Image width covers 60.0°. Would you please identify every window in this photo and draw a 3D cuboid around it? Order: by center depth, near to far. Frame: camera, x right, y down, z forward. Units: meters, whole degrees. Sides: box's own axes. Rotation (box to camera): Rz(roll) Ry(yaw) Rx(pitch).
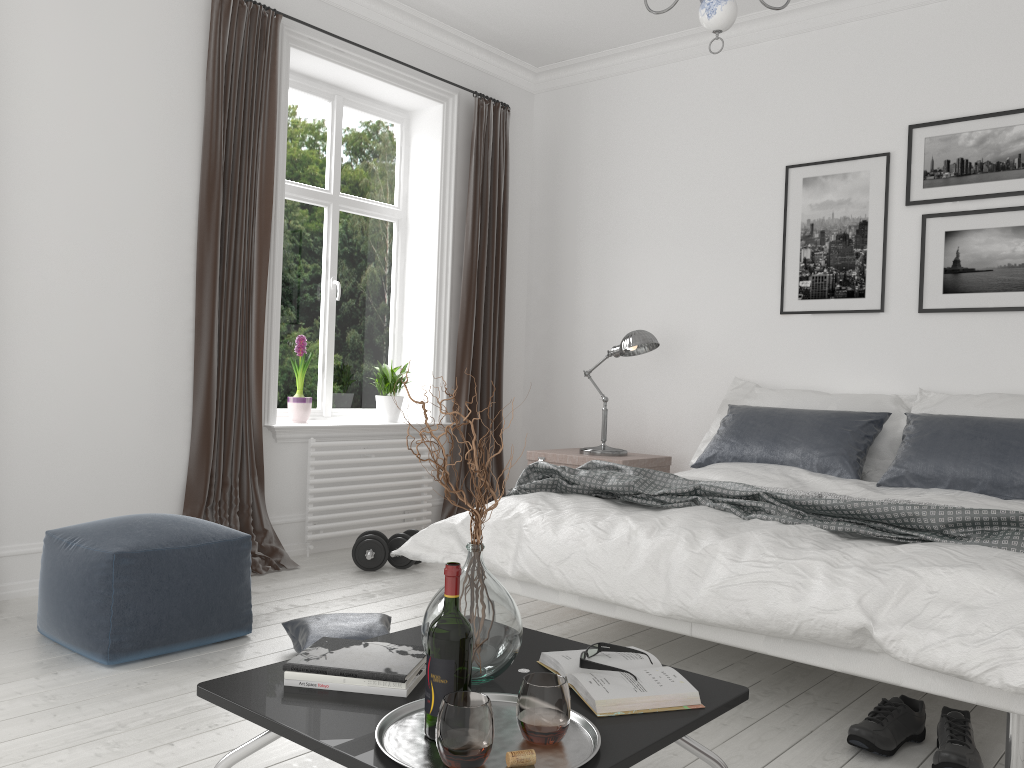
[{"bbox_3d":[-1.028,-0.741,5.139,0.120,1.956,1.112,2,0,40],"label":"window"}]

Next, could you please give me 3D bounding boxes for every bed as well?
[{"bbox_3d":[1.194,0.516,3.439,2.217,0.926,2.473,2,0,40],"label":"bed"}]

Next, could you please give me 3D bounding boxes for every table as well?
[{"bbox_3d":[-0.071,0.778,1.825,0.833,0.313,0.824,2,0,40],"label":"table"}]

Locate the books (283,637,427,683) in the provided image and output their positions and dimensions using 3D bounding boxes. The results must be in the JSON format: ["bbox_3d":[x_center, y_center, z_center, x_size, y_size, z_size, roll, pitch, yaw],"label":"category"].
[{"bbox_3d":[-0.318,0.578,1.867,0.257,0.012,0.207,2,0,11],"label":"books"}]

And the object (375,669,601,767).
[{"bbox_3d":[-0.045,0.641,1.671,0.395,0.063,0.622,2,0,-1],"label":"object"}]

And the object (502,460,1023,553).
[{"bbox_3d":[0.787,0.513,2.939,2.154,0.377,0.536,2,0,42],"label":"object"}]

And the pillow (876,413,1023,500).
[{"bbox_3d":[2.013,0.306,3.702,0.842,0.339,0.405,2,0,40],"label":"pillow"}]

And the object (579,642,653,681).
[{"bbox_3d":[0.217,0.583,1.872,0.135,0.030,0.141,2,0,25],"label":"object"}]

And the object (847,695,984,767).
[{"bbox_3d":[1.072,0.913,2.326,0.322,0.127,0.300,2,0,40],"label":"object"}]

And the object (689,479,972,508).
[{"bbox_3d":[1.006,0.625,3.237,2.236,0.500,0.521,2,0,43],"label":"object"}]

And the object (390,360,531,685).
[{"bbox_3d":[-0.114,0.286,1.870,0.291,0.666,0.313,2,0,3],"label":"object"}]

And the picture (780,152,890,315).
[{"bbox_3d":[1.690,-0.776,4.667,0.545,0.810,0.015,2,0,40],"label":"picture"}]

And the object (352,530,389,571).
[{"bbox_3d":[-0.692,0.818,4.359,0.179,0.179,0.326,2,0,-5],"label":"object"}]

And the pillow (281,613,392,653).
[{"bbox_3d":[-0.552,0.846,2.946,0.391,0.121,0.381,2,0,-20],"label":"pillow"}]

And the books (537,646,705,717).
[{"bbox_3d":[0.219,0.613,1.874,0.231,0.040,0.342,2,0,-18],"label":"books"}]

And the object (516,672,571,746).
[{"bbox_3d":[0.056,0.574,1.564,0.095,0.106,0.095,2,0,-39],"label":"object"}]

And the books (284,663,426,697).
[{"bbox_3d":[-0.318,0.605,1.859,0.259,0.014,0.191,2,0,9],"label":"books"}]

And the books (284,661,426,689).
[{"bbox_3d":[-0.322,0.591,1.861,0.254,0.014,0.191,2,0,7],"label":"books"}]

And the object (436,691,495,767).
[{"bbox_3d":[-0.077,0.569,1.454,0.095,0.106,0.095,2,0,-39],"label":"object"}]

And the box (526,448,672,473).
[{"bbox_3d":[0.483,0.488,5.030,0.647,0.185,0.537,2,0,40],"label":"box"}]

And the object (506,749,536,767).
[{"bbox_3d":[0.015,0.614,1.454,0.046,0.024,0.024,2,0,-20],"label":"object"}]

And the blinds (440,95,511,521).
[{"bbox_3d":[-0.103,-0.425,5.466,0.327,2.680,0.779,2,0,35],"label":"blinds"}]

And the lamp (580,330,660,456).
[{"bbox_3d":[0.595,0.050,4.948,0.488,0.699,0.269,2,0,40],"label":"lamp"}]

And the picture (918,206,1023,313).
[{"bbox_3d":[2.296,-0.583,4.155,0.720,0.486,0.015,2,0,40],"label":"picture"}]

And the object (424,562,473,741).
[{"bbox_3d":[-0.110,0.469,1.570,0.081,0.303,0.081,2,0,-33],"label":"object"}]

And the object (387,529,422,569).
[{"bbox_3d":[-0.523,0.824,4.432,0.179,0.179,0.326,2,0,20],"label":"object"}]

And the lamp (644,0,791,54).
[{"bbox_3d":[0.609,-1.509,2.546,0.594,1.123,0.528,2,0,40],"label":"lamp"}]

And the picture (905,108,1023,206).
[{"bbox_3d":[2.204,-1.082,4.246,0.592,0.403,0.015,2,0,40],"label":"picture"}]

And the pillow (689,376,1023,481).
[{"bbox_3d":[1.823,0.246,4.148,1.965,0.529,0.465,2,0,39],"label":"pillow"}]

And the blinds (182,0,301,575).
[{"bbox_3d":[-1.244,-0.463,4.154,0.582,2.681,0.294,2,0,-43],"label":"blinds"}]

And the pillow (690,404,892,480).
[{"bbox_3d":[1.335,0.279,4.284,0.837,0.329,0.405,2,0,40],"label":"pillow"}]

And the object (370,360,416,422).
[{"bbox_3d":[-0.723,0.038,5.245,0.284,0.369,0.215,2,0,18],"label":"object"}]

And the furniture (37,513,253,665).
[{"bbox_3d":[-1.282,0.675,3.124,0.646,0.423,0.646,2,0,41],"label":"furniture"}]

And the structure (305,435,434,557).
[{"bbox_3d":[-0.793,0.621,4.905,0.114,0.670,0.887,2,0,40],"label":"structure"}]

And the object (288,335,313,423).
[{"bbox_3d":[-1.144,-0.029,4.800,0.129,0.476,0.129,2,0,0],"label":"object"}]
